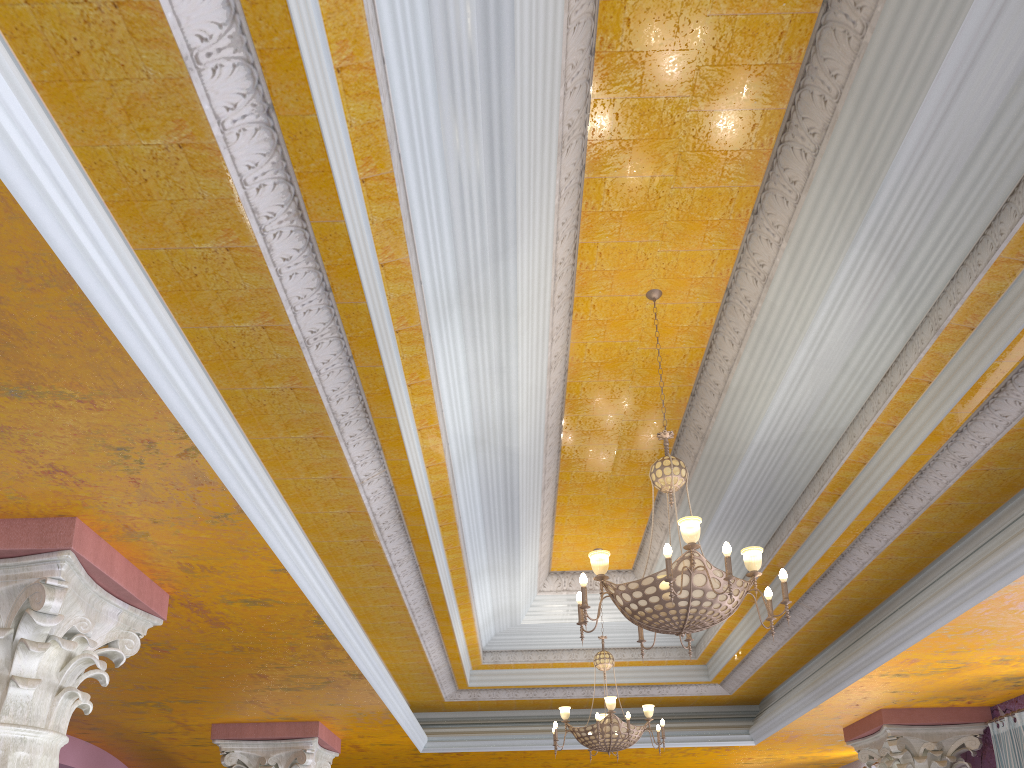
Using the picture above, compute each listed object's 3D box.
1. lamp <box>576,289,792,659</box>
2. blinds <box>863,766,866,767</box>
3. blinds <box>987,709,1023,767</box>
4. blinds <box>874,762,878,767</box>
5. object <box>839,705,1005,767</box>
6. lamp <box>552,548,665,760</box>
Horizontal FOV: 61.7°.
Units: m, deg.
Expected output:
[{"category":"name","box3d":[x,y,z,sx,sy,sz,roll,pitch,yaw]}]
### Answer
[{"category":"lamp","box3d":[0.851,0.375,4.704,1.001,1.985,1.007,19,-30,-41]},{"category":"blinds","box3d":[4.620,6.949,11.386,0.245,3.210,1.868,-2,-22,1]},{"category":"blinds","box3d":[4.561,4.293,6.918,0.245,3.210,1.868,-2,-22,1]},{"category":"blinds","box3d":[4.595,5.814,9.476,0.244,3.210,1.868,-1,-22,-1]},{"category":"object","box3d":[4.461,2.124,3.392,2.093,3.291,32.160,-1,-31,0]},{"category":"lamp","box3d":[0.900,2.600,8.448,1.001,1.985,1.007,19,-30,-41]}]
